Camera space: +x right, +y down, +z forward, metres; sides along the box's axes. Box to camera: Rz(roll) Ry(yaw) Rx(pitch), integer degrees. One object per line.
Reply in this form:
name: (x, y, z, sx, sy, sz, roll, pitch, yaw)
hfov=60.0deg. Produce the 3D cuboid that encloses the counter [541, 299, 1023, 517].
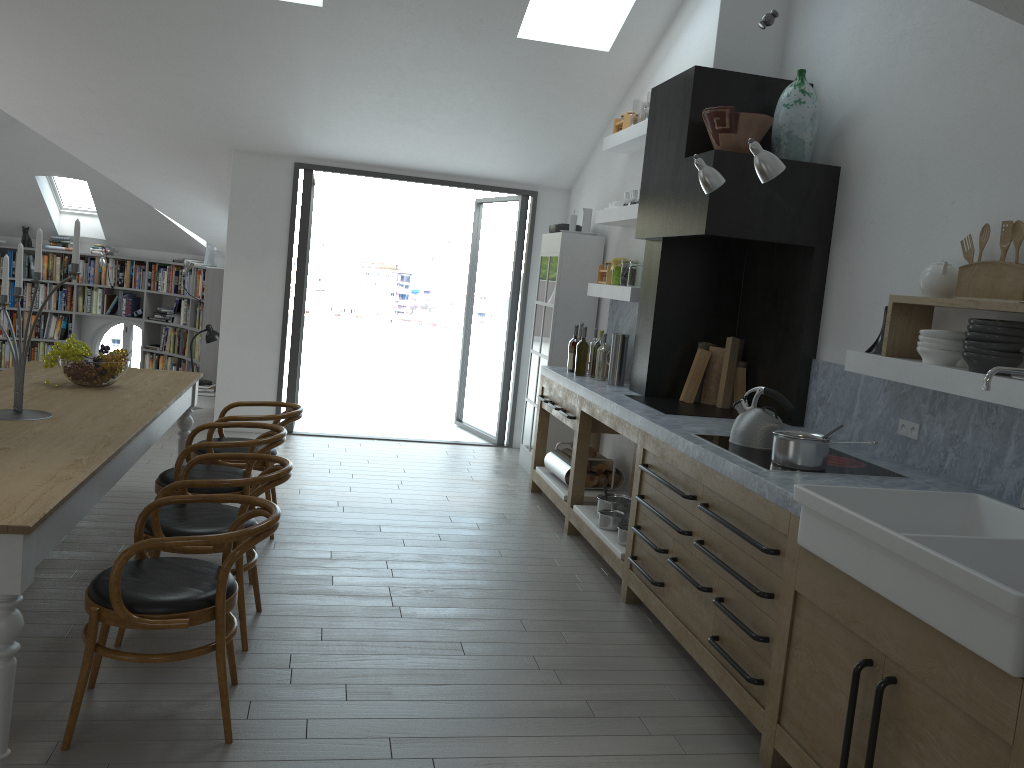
counter: (1.365, 0.105, 3.584, 0.961, 0.618, 6.598, 4, 7, -12)

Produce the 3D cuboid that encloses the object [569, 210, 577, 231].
object: (0.490, -1.298, 7.092, 0.054, 0.195, 0.054, 7, 5, 13)

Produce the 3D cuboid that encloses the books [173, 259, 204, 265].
books: (-4.081, -1.543, 11.270, 0.337, 0.036, 0.316, 12, 9, 40)

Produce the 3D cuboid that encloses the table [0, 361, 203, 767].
table: (-2.189, 0.517, 3.998, 1.018, 0.796, 3.360, 4, 7, -12)

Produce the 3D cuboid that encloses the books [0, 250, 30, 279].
books: (-6.463, -1.530, 11.195, 0.682, 0.345, 0.266, 1, 7, -35)

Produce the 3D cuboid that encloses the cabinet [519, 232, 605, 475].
cabinet: (0.396, -0.235, 7.354, 0.361, 1.984, 0.644, 5, 6, -12)

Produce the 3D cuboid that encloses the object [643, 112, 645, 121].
object: (0.907, -1.757, 5.884, 0.077, 0.085, 0.077, 8, 6, 20)

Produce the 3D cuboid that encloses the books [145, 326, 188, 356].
books: (-4.274, -0.565, 11.336, 0.976, 0.351, 0.252, 10, 7, 30)

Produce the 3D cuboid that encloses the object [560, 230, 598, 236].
object: (0.534, -1.202, 7.089, 0.295, 0.025, 0.151, 7, 7, 12)

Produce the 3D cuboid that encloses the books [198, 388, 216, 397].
books: (-3.429, 0.077, 9.726, 0.365, 0.042, 0.389, 4, 7, -12)

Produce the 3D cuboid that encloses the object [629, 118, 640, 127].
object: (0.852, -1.796, 6.154, 0.077, 0.085, 0.077, 8, 6, 20)

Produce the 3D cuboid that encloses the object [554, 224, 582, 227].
object: (0.470, -1.259, 7.389, 0.238, 0.119, 0.239, 4, 7, -12)

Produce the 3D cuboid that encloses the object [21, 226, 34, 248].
object: (-6.169, -1.869, 11.288, 0.147, 0.264, 0.202, 4, 6, -15)

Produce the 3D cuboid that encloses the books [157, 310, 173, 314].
books: (-4.439, -0.928, 11.497, 0.227, 0.036, 0.213, 11, 9, 38)

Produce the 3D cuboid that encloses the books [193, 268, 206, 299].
books: (-3.571, -1.179, 10.604, 0.292, 0.361, 1.017, 2, 7, -30)

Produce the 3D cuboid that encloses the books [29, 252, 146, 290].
books: (-5.447, -1.481, 11.537, 1.565, 0.366, 0.395, 5, 6, -6)

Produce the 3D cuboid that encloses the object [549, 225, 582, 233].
object: (0.469, -1.249, 7.390, 0.298, 0.119, 0.300, 4, 7, -12)

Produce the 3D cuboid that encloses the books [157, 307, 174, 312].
books: (-4.436, -0.960, 11.494, 0.269, 0.031, 0.287, 1, 8, -32)

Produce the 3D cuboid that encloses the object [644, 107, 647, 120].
object: (0.895, -1.755, 5.801, 0.071, 0.098, 0.071, 11, 8, 42)

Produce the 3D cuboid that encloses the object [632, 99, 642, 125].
object: (0.843, -1.829, 5.996, 0.063, 0.186, 0.063, 1, 7, -44)

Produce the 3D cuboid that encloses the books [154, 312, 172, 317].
books: (-4.442, -0.898, 11.500, 0.286, 0.031, 0.269, 11, 9, 38)

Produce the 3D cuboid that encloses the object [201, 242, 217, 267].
object: (-3.662, -1.660, 10.761, 0.179, 0.471, 0.179, 5, 5, -3)

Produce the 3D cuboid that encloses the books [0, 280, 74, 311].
books: (-6.152, -1.149, 11.454, 1.027, 0.358, 0.301, 2, 7, -26)

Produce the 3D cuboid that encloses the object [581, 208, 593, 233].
object: (0.594, -1.292, 7.067, 0.072, 0.210, 0.071, 7, 6, 11)

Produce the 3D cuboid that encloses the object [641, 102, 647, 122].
object: (0.899, -1.823, 6.027, 0.054, 0.178, 0.054, 2, 7, -36)

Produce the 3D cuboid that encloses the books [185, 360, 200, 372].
books: (-3.717, -0.050, 10.749, 0.303, 0.358, 1.188, 2, 8, -31)

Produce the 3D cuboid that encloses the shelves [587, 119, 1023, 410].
shelves: (1.561, -0.743, 4.053, 0.479, 1.358, 5.570, 4, 7, -18)

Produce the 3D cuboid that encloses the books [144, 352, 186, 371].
books: (-4.379, -0.200, 11.423, 0.874, 0.350, 0.272, 9, 7, 29)

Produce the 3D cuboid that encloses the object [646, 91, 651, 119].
object: (0.898, -1.790, 5.725, 0.063, 0.186, 0.063, 1, 7, -44)

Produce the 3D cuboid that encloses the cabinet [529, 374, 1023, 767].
cabinet: (1.248, 0.903, 3.726, 1.003, 1.019, 6.451, 4, 7, -12)

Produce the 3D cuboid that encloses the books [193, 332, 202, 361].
books: (-3.635, -0.416, 10.661, 0.275, 0.347, 1.024, 3, 7, -27)

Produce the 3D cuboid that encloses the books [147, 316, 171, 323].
books: (-4.448, -0.834, 11.506, 0.388, 0.042, 0.366, 9, 8, 28)

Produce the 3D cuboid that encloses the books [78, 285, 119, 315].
books: (-6.249, -1.121, 11.197, 2.527, 0.370, 0.593, 2, 8, -31)

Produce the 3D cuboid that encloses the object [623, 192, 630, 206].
object: (0.809, -1.287, 6.221, 0.064, 0.124, 0.068, 4, 6, -18)

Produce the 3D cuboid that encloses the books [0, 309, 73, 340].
books: (-6.171, -0.768, 11.451, 0.997, 0.350, 0.298, 2, 7, -28)

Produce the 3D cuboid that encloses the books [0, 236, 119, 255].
books: (-6.377, -1.797, 10.886, 2.814, 0.173, 0.750, 0, 9, -41)

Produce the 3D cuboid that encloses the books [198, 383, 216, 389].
books: (-3.422, 0.009, 9.720, 0.269, 0.031, 0.286, 5, 7, -2)

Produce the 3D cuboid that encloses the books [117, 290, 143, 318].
books: (-4.908, -1.038, 11.584, 0.399, 0.340, 0.225, 7, 6, 8)

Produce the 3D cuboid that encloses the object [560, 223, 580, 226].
object: (0.471, -1.268, 7.388, 0.170, 0.119, 0.171, 4, 7, -12)

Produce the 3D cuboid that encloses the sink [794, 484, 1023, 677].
sink: (1.380, 0.528, 2.551, 0.727, 0.201, 1.024, 4, 7, -12)

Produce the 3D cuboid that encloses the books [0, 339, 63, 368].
books: (-6.198, -0.385, 11.493, 1.031, 0.356, 0.293, 2, 7, -27)

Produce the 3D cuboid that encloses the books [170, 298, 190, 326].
books: (-4.055, -0.914, 11.224, 0.554, 0.350, 0.256, 10, 7, 34)

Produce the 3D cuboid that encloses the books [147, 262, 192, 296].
books: (-4.248, -1.335, 11.312, 0.971, 0.366, 0.306, 10, 7, 31)

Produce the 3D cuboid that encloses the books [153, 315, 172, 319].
books: (-4.445, -0.867, 11.503, 0.286, 0.031, 0.269, 9, 7, 23)

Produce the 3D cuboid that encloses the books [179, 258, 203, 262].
books: (-4.078, -1.571, 11.267, 0.233, 0.027, 0.248, 0, 9, -39)

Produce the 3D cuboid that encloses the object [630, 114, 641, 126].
object: (0.840, -1.794, 6.072, 0.071, 0.098, 0.071, 11, 8, 42)

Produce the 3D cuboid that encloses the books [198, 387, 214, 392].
books: (-3.426, 0.041, 9.723, 0.286, 0.034, 0.305, 3, 7, -22)

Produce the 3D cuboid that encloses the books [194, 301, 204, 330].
books: (-3.605, -0.797, 10.628, 0.279, 0.357, 1.056, 3, 7, -26)
